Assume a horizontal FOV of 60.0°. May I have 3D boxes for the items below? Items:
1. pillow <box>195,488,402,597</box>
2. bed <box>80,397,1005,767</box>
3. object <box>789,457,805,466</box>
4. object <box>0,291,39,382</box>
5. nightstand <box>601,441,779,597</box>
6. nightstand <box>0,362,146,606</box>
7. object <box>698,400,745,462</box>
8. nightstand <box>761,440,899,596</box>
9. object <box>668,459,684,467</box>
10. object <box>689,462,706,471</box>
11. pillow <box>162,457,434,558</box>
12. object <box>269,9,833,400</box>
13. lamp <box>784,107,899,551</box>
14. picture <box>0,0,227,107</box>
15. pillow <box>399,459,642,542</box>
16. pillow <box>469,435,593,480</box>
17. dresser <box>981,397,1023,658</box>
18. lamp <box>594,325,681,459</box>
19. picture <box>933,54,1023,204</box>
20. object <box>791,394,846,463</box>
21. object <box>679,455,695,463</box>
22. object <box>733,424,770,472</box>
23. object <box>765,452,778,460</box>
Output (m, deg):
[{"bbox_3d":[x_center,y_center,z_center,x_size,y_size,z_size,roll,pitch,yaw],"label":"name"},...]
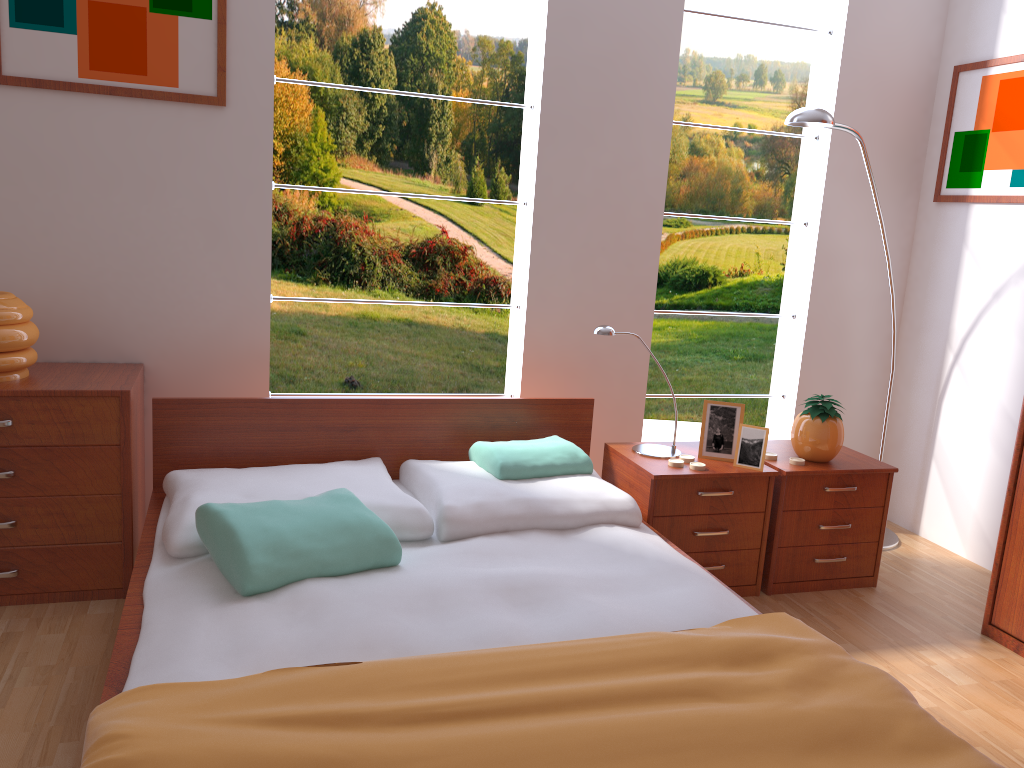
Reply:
[{"bbox_3d":[-0.518,0.371,2.164,0.425,0.164,0.334,-6,15,-41],"label":"pillow"},{"bbox_3d":[-0.049,0.519,2.025,1.632,0.560,1.990,0,12,-18],"label":"bed"},{"bbox_3d":[0.941,0.257,2.928,0.049,0.018,0.049,-3,13,-31],"label":"object"},{"bbox_3d":[-1.484,-0.137,2.503,0.264,0.244,0.264,4,11,-1],"label":"object"},{"bbox_3d":[0.566,0.456,2.961,0.439,0.442,0.377,0,12,-18],"label":"nightstand"},{"bbox_3d":[-1.527,0.282,2.583,0.815,0.626,0.428,0,12,-18],"label":"nightstand"},{"bbox_3d":[0.685,0.154,2.900,0.131,0.191,0.037,6,11,12],"label":"object"},{"bbox_3d":[1.009,0.459,3.104,0.439,0.442,0.377,0,12,-18],"label":"nightstand"},{"bbox_3d":[0.519,0.252,2.806,0.049,0.018,0.049,-3,13,-31],"label":"object"},{"bbox_3d":[0.583,0.260,2.785,0.049,0.018,0.049,-3,13,-31],"label":"object"},{"bbox_3d":[-0.626,0.341,2.495,0.682,0.157,0.574,-1,12,-24],"label":"pillow"},{"bbox_3d":[0.247,-0.827,3.241,2.205,1.815,0.033,0,12,-18],"label":"object"},{"bbox_3d":[1.258,-0.155,3.282,0.799,1.603,0.387,-7,15,-44],"label":"lamp"},{"bbox_3d":[-1.183,-1.122,2.625,0.645,0.517,0.030,0,12,-18],"label":"picture"},{"bbox_3d":[0.016,0.341,2.724,0.630,0.182,0.574,0,12,-20],"label":"pillow"},{"bbox_3d":[0.054,0.240,2.793,0.322,0.116,0.276,0,12,-21],"label":"pillow"},{"bbox_3d":[2.029,0.007,1.684,0.487,2.004,2.017,0,12,-18],"label":"dresser"},{"bbox_3d":[0.419,0.024,2.866,0.337,0.421,0.163,-2,13,-30],"label":"lamp"},{"bbox_3d":[1.802,-0.912,3.183,0.030,0.517,0.645,0,12,-18],"label":"picture"},{"bbox_3d":[1.031,0.147,2.986,0.169,0.223,0.170,-5,14,-38],"label":"object"},{"bbox_3d":[0.565,0.243,2.865,0.049,0.018,0.049,-3,13,-31],"label":"object"},{"bbox_3d":[0.761,0.202,2.821,0.094,0.137,0.027,9,12,26],"label":"object"},{"bbox_3d":[0.864,0.243,2.972,0.049,0.018,0.049,-3,13,-31],"label":"object"}]
